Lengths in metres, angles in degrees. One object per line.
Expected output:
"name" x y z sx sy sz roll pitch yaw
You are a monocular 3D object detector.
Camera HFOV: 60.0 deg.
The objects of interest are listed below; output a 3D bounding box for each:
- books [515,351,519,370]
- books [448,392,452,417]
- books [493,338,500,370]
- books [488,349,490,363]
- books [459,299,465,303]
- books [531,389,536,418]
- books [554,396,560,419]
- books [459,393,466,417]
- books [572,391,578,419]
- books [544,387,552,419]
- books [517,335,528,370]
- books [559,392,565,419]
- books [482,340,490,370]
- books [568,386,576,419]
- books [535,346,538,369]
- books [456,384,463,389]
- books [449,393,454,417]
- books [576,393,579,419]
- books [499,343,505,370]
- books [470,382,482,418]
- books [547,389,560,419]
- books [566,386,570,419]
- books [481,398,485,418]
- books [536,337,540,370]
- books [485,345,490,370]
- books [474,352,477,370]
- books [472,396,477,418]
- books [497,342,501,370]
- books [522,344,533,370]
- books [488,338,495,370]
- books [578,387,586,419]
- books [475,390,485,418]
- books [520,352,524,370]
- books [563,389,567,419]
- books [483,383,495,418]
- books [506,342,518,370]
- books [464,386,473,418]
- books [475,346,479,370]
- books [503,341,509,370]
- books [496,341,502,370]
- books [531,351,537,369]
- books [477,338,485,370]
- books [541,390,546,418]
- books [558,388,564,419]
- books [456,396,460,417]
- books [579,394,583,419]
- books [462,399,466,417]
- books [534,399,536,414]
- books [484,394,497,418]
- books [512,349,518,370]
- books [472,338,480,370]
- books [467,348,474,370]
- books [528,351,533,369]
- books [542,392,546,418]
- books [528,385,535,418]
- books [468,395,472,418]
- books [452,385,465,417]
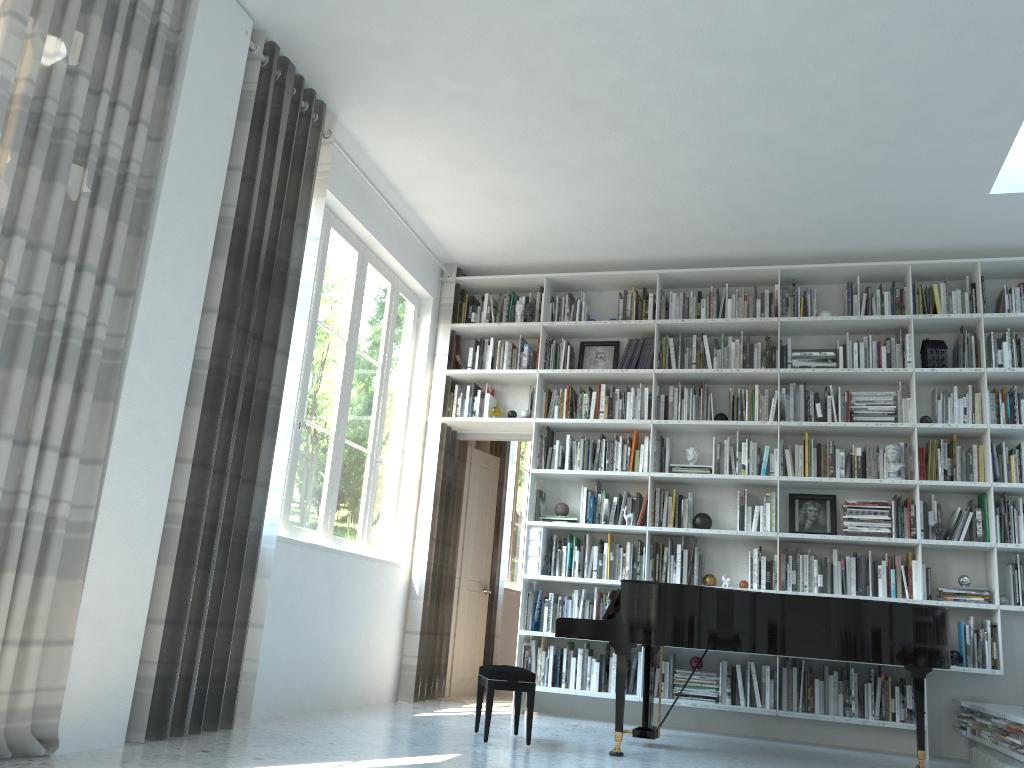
"books" 0.062 -0.138 6.753 0.029 0.197 0.144 0 -16 17
"books" -0.453 0.193 6.786 0.013 0.227 0.179 0 -16 17
"books" -0.105 -0.188 6.800 0.037 0.291 0.156 0 -15 17
"books" -0.152 -0.149 6.799 0.010 0.208 0.165 0 -16 17
"books" -0.416 -0.549 6.994 0.012 0.306 0.181 0 -15 17
"books" 0.183 0.181 6.628 0.044 0.268 0.134 0 -15 17
"books" 0.346 0.207 6.535 0.026 0.194 0.176 0 -16 17
"books" -0.367 0.197 6.760 0.010 0.219 0.181 0 -16 17
"books" 0.470 0.187 6.527 0.047 0.249 0.134 0 -15 17
"books" 0.273 0.176 6.574 0.012 0.262 0.181 0 -16 17
"books" 0.079 -0.196 6.738 0.012 0.302 0.189 0 -15 17
"books" 0.388 0.194 6.540 0.030 0.229 0.172 0 -16 17
"books" -0.187 -0.184 6.831 0.028 0.287 0.133 0 -15 17
"books" 0.439 0.169 6.522 0.011 0.276 0.164 0 -15 17
"books" 0.205 -0.157 6.714 0.014 0.235 0.144 0 -15 17
"books" -0.418 0.163 6.809 0.013 0.302 0.135 0 -15 17
"books" -0.440 0.196 6.782 0.013 0.221 0.163 0 -16 17
"books" 0.499 0.197 6.520 0.012 0.230 0.150 0 -16 17
"books" -0.057 -0.167 6.771 0.021 0.243 0.174 0 -16 17
"books" -0.274 0.156 6.730 0.013 0.296 0.188 0 -15 17
"books" 0.313 0.183 6.578 0.062 0.257 0.153 0 -15 17
"books" 0.427 0.170 6.537 0.020 0.280 0.165 0 -15 17
"books" -0.195 0.217 6.728 0.029 0.191 0.135 0 -16 17
"books" 0.217 -0.188 6.706 0.014 0.293 0.173 0 -15 17
"books" -0.165 -0.161 6.817 0.024 0.238 0.156 0 -16 17
"books" -0.257 -0.136 6.847 0.024 0.191 0.138 0 -16 17
"books" -0.257 0.210 6.724 0.024 0.192 0.181 0 -16 17
"books" -0.073 -0.170 6.776 0.012 0.248 0.192 0 -16 17
"books" 0.124 -0.162 6.708 0.029 0.228 0.192 0 -16 17
"books" -0.139 -0.191 6.789 0.021 0.285 0.179 0 -15 17
"books" 0.512 0.174 6.519 0.012 0.276 0.151 0 -15 17
"books" -0.228 0.184 6.703 0.021 0.236 0.189 0 -16 17
"books" 0.099 -0.133 6.731 0.031 0.182 0.151 0 -16 17
"books" 0.409 0.182 6.535 0.014 0.252 0.187 0 -16 17
"books" -0.176 0.160 6.717 0.013 0.298 0.179 0 -15 17
"books" 0.002 -0.171 6.752 0.030 0.250 0.166 0 -16 17
"books" -0.319 0.170 6.763 0.022 0.280 0.157 0 -15 17
"books" -0.241 -0.161 6.821 0.022 0.227 0.172 0 -16 17
"books" -0.024 -0.176 6.761 0.025 0.260 0.167 0 -16 17
"books" -0.084 -0.179 6.782 0.013 0.268 0.162 0 -15 17
"books" 0.180 -0.138 6.700 0.026 0.187 0.154 0 -16 17
"books" -0.218 -0.188 6.817 0.023 0.281 0.186 0 -16 17
"books" 0.245 0.186 6.598 0.012 0.253 0.161 0 -16 17
"books" 0.371 0.179 6.554 0.010 0.262 0.151 0 -15 17
"books" -0.384 0.210 6.770 0.029 0.196 0.161 0 -16 17
"books" 0.519 0.199 6.496 0.014 0.217 0.164 0 -16 17
"books" -0.343 0.221 6.773 0.029 0.184 0.135 0 -16 17
"books" 0.208 0.188 6.563 0.021 0.224 0.232 0 -16 17
"books" -0.163 0.198 6.688 0.029 0.210 0.187 0 -16 17
"books" 0.033 -0.147 6.756 0.028 0.211 0.139 0 -16 17
"books" -0.273 -0.190 6.854 0.011 0.295 0.163 0 -15 17
"books" -0.299 -0.152 6.848 0.034 0.217 0.167 0 -16 17
"books" 0.158 -0.138 6.722 0.029 0.195 0.146 0 -16 17
"books" 0.258 0.193 6.583 0.022 0.232 0.151 0 -16 17
"books" 0.151 0.167 6.619 0.012 0.284 0.160 0 -15 17
"books" -0.295 0.207 6.763 0.023 0.213 0.141 0 -16 17
"books" -0.408 0.167 6.781 0.023 0.281 0.171 0 -15 17
